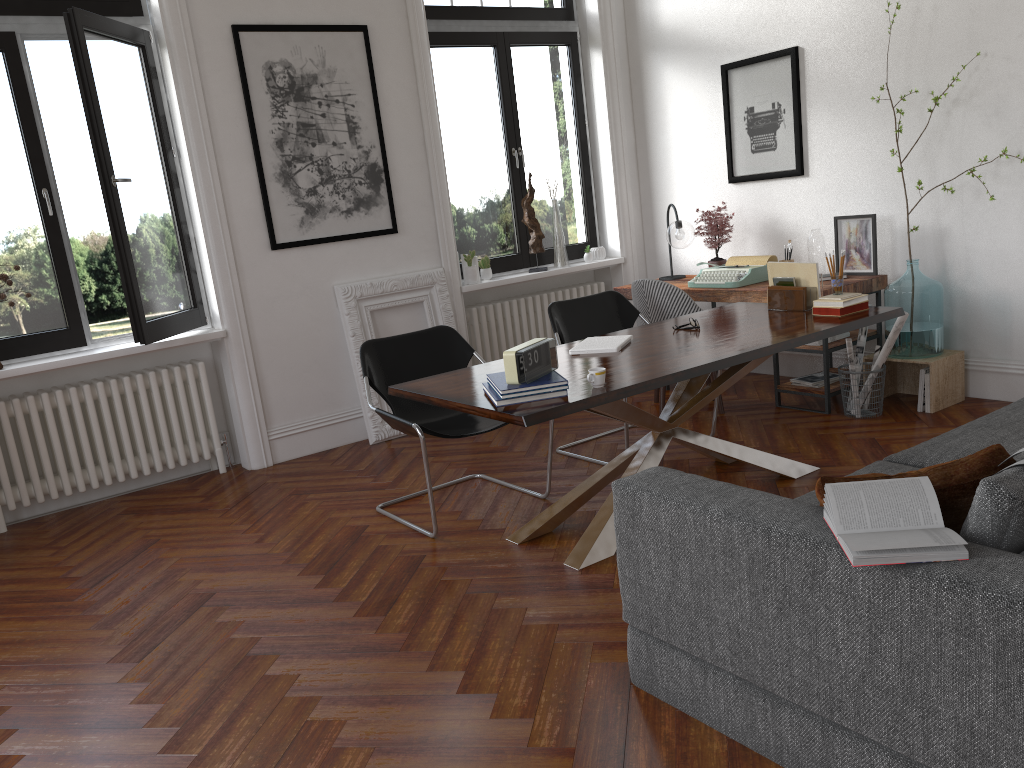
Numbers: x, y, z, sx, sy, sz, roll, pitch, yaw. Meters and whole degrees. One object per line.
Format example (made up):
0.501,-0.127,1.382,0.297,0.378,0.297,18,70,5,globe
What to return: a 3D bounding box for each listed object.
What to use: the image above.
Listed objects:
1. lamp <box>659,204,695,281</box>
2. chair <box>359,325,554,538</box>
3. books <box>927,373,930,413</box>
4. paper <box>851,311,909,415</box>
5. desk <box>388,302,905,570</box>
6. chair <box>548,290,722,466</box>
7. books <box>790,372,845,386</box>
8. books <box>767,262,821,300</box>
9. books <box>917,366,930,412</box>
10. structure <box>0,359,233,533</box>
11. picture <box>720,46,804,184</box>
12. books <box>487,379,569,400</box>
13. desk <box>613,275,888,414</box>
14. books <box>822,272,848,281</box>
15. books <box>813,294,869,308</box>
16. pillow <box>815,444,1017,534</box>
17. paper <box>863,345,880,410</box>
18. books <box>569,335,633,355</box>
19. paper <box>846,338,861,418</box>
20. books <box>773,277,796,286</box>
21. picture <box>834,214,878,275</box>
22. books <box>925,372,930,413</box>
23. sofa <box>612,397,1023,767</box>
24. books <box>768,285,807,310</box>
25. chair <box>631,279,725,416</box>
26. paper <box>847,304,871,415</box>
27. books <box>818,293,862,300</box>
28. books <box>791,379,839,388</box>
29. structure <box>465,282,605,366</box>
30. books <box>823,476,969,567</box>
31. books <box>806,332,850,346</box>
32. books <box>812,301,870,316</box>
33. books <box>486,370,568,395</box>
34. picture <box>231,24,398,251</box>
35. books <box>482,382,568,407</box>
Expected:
1.188,-1.034,6.456,0.207,0.552,0.440,-9,13,-10,lamp
-0.295,0.194,4.359,0.750,0.876,0.744,-15,15,-33,chair
2.432,0.040,5.078,0.169,0.233,0.012,-15,15,-32,books
2.084,-0.110,5.035,0.330,0.612,0.046,2,16,36,paper
0.701,0.189,4.077,2.220,0.755,1.028,-15,14,-33,desk
0.662,-0.056,4.990,0.750,0.876,0.744,-15,15,-33,chair
1.898,-0.035,5.508,0.267,0.014,0.195,-12,13,-22,books
1.447,-0.510,4.547,0.043,0.240,0.309,-15,15,-33,books
2.411,0.022,5.115,0.187,0.259,0.054,-15,15,-32,books
-2.446,0.363,5.318,1.449,0.782,0.225,-15,15,-32,structure
1.709,-1.814,6.061,0.050,0.820,0.632,-15,15,-33,picture
0.053,-0.001,3.346,0.250,0.017,0.343,-9,12,-8,books
1.563,-0.320,6.051,0.646,0.761,1.794,-15,14,-33,desk
1.965,-0.668,5.527,0.213,0.031,0.128,-6,12,4,books
1.576,-0.400,4.249,0.207,0.029,0.163,-15,14,-35,books
0.982,0.343,2.231,0.470,0.398,0.329,-6,12,4,pillow
2.113,-0.030,5.211,0.126,0.390,0.026,-9,13,-11,paper
0.420,-0.183,4.125,0.231,0.026,0.324,-2,13,21,books
1.964,-0.031,5.098,0.073,0.481,0.033,-6,13,3,paper
1.405,-0.470,4.548,0.040,0.158,0.128,-15,15,-33,books
2.132,-0.860,5.501,0.022,0.371,0.282,-15,15,-33,picture
2.424,0.039,5.088,0.169,0.233,0.012,-15,15,-32,books
1.730,0.328,2.833,2.638,0.833,1.259,-15,14,-33,sofa
1.394,-0.435,4.494,0.028,0.125,0.220,-15,15,-33,books
1.083,-0.264,5.703,0.546,0.904,0.715,-18,16,-40,chair
2.045,-0.145,5.230,0.293,0.629,0.047,-18,17,-39,paper
1.576,-0.422,4.260,0.159,0.008,0.128,-14,14,-31,books
1.900,-0.020,5.511,0.267,0.014,0.196,-15,14,-34,books
0.217,-0.333,7.073,1.449,0.782,0.225,-15,15,-32,structure
0.821,0.288,1.925,0.225,0.096,0.277,-5,12,8,books
1.872,-0.286,5.408,0.308,0.038,0.225,-15,14,-34,books
1.575,-0.365,4.248,0.215,0.040,0.159,-14,14,-31,books
0.051,-0.018,3.342,0.250,0.017,0.343,-9,12,-8,books
-1.215,-1.567,5.608,0.880,1.329,0.035,-15,15,-32,picture
0.042,0.020,3.357,0.264,0.027,0.346,-9,12,-8,books
